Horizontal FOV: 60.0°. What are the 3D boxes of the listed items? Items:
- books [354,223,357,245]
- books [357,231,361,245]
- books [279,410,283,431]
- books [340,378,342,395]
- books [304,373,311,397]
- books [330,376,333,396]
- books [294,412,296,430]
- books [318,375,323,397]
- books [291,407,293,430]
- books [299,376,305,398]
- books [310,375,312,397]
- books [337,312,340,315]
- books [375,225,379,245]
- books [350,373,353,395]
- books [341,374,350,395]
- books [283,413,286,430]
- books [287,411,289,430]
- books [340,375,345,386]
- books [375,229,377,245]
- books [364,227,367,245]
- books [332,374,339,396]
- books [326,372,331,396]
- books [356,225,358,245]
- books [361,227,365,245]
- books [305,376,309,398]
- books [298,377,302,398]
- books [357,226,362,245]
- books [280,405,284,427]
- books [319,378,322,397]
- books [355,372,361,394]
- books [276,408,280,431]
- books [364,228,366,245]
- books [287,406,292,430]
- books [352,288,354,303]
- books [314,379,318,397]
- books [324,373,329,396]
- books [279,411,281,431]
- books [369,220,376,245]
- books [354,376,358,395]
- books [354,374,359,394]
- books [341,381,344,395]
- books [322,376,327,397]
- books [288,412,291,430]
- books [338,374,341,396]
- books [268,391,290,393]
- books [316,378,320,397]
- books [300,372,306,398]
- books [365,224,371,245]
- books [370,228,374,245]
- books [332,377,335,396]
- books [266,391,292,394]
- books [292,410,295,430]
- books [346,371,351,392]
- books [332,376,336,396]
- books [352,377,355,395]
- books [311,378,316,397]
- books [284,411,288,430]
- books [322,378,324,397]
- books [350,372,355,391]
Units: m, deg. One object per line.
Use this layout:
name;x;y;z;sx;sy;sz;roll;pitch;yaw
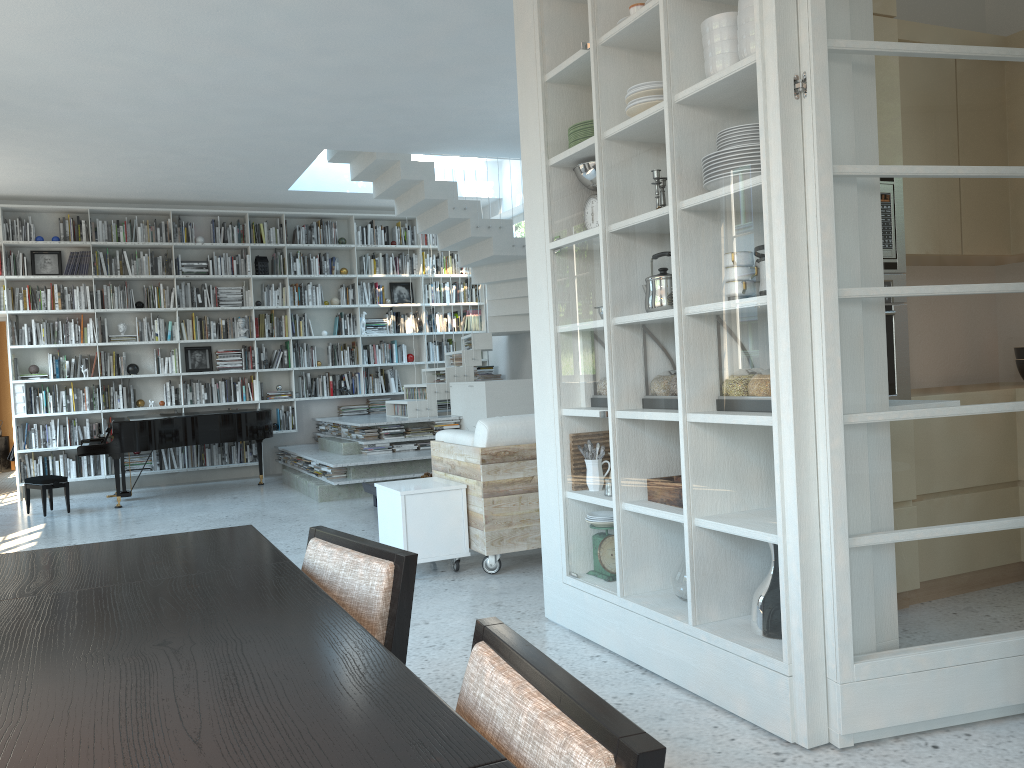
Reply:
books;-1.974;-1.854;11.061;0.028;0.294;0.150;-4;2;-25
books;-1.927;-1.800;11.062;0.022;0.182;0.190;-4;1;-25
books;-2.770;0.433;10.597;0.014;0.246;0.176;-4;1;-25
books;-2.140;0.037;10.996;0.022;0.211;0.135;-4;2;-25
books;-2.490;0.017;10.813;0.030;0.294;0.188;-4;2;-25
books;-2.247;0.027;10.933;0.031;0.244;0.184;-4;1;-25
books;-2.635;0.444;10.680;0.012;0.206;0.160;-4;1;-25
books;-2.351;0.021;10.898;0.014;0.268;0.171;-4;2;-25
books;-2.661;0.413;10.670;0.015;0.271;0.157;-4;2;-25
books;-2.556;0.036;10.782;0.023;0.262;0.186;-4;2;-25
books;-2.475;0.024;10.830;0.010;0.277;0.174;-4;2;-25
books;-2.143;-0.737;11.004;0.016;0.290;0.135;-4;2;-25
books;-1.712;-1.853;11.170;0.014;0.262;0.168;-4;2;-25
books;-2.015;0.003;11.054;0.021;0.265;0.150;-4;2;-25
books;-2.064;0.005;11.020;0.070;0.266;0.186;-4;1;-25
books;-2.734;0.452;10.633;0.013;0.202;0.139;-4;2;-25
books;-2.697;0.438;10.641;0.012;0.226;0.149;-4;2;-25
books;-2.101;0.016;11.009;0.012;0.249;0.164;-4;2;-25
books;-1.739;-1.831;11.180;0.030;0.220;0.133;-4;2;-25
books;-1.851;-1.839;11.132;0.027;0.249;0.140;-4;2;-25
books;-2.182;0.014;10.967;0.026;0.262;0.173;-4;2;-25
books;-2.267;0.004;10.921;0.012;0.293;0.175;-4;2;-25
books;-1.958;-1.840;11.079;0.014;0.264;0.140;-4;2;-25
books;-1.887;-1.832;11.087;0.026;0.242;0.184;-4;1;-25
books;-2.514;0.037;10.803;0.023;0.256;0.178;-4;2;-25
books;-2.581;0.042;10.793;0.012;0.254;0.161;-4;2;-25
books;-1.912;-1.835;11.081;0.025;0.250;0.178;-4;2;-25
books;-2.758;0.404;10.623;0.032;0.300;0.149;-4;2;-25
books;-2.368;0.042;10.893;0.024;0.228;0.159;-4;2;-25
books;-1.921;-0.007;11.085;0.025;0.272;0.171;-4;2;-25
books;-2.794;0.425;10.595;0.005;0.264;0.162;-4;2;-25
books;-1.867;-1.828;11.105;0.024;0.231;0.168;-4;1;-25
books;-2.669;0.407;10.642;0.021;0.285;0.172;-4;2;-25
books;-2.001;-1.080;11.058;0.013;0.221;0.155;-4;2;-25
books;-2.408;0.050;10.869;0.011;0.217;0.175;-4;1;-25
books;-2.286;0.009;10.936;0.012;0.285;0.159;-4;2;-25
books;-2.789;0.442;10.608;0.012;0.229;0.129;-4;2;-25
books;-1.753;-1.885;11.148;0.014;0.332;0.180;-4;2;-25
books;-1.963;0.018;11.058;0.025;0.228;0.175;-4;1;-25
books;-1.944;0.002;11.074;0.026;0.258;0.156;-4;2;-25
books;-2.115;0.051;11.001;0.025;0.181;0.169;-4;1;-25
books;-2.317;0.027;10.901;0.025;0.252;0.181;-4;1;-25
books;-2.679;0.444;10.630;0.011;0.212;0.178;-4;1;-25
books;-2.162;0.012;10.984;0.026;0.263;0.169;-4;2;-25
books;-2.798;0.092;10.627;0.254;0.012;0.161;-3;1;-16
books;-2.394;0.040;10.886;0.029;0.235;0.142;-4;2;-25
books;-2.543;0.009;10.789;0.010;0.316;0.186;-4;2;-25
books;-1.811;-1.855;11.131;0.048;0.278;0.150;-4;2;-25
books;-1.775;-1.834;11.150;0.030;0.231;0.148;-4;2;-25
books;-2.228;0.029;10.957;0.025;0.238;0.156;-4;2;-25
books;-2.799;0.104;10.634;0.285;0.012;0.159;-3;1;-21
books;-2.642;0.431;10.663;0.013;0.233;0.149;-4;2;-25
books;-2.031;-0.011;11.045;0.013;0.294;0.134;-4;2;-25
books;-2.210;0.025;10.973;0.021;0.242;0.131;-4;2;-25
books;-1.994;0.024;11.050;0.013;0.220;0.168;-4;1;-25
books;-2.442;0.045;10.852;0.065;0.231;0.162;-4;1;-25
books;-2.707;0.439;10.618;0.026;0.225;0.175;-4;1;-25
books;-2.340;0.044;10.909;0.012;0.221;0.153;-4;2;-25
books;-1.995;-0.008;11.078;0.012;0.282;0.143;-4;2;-25
